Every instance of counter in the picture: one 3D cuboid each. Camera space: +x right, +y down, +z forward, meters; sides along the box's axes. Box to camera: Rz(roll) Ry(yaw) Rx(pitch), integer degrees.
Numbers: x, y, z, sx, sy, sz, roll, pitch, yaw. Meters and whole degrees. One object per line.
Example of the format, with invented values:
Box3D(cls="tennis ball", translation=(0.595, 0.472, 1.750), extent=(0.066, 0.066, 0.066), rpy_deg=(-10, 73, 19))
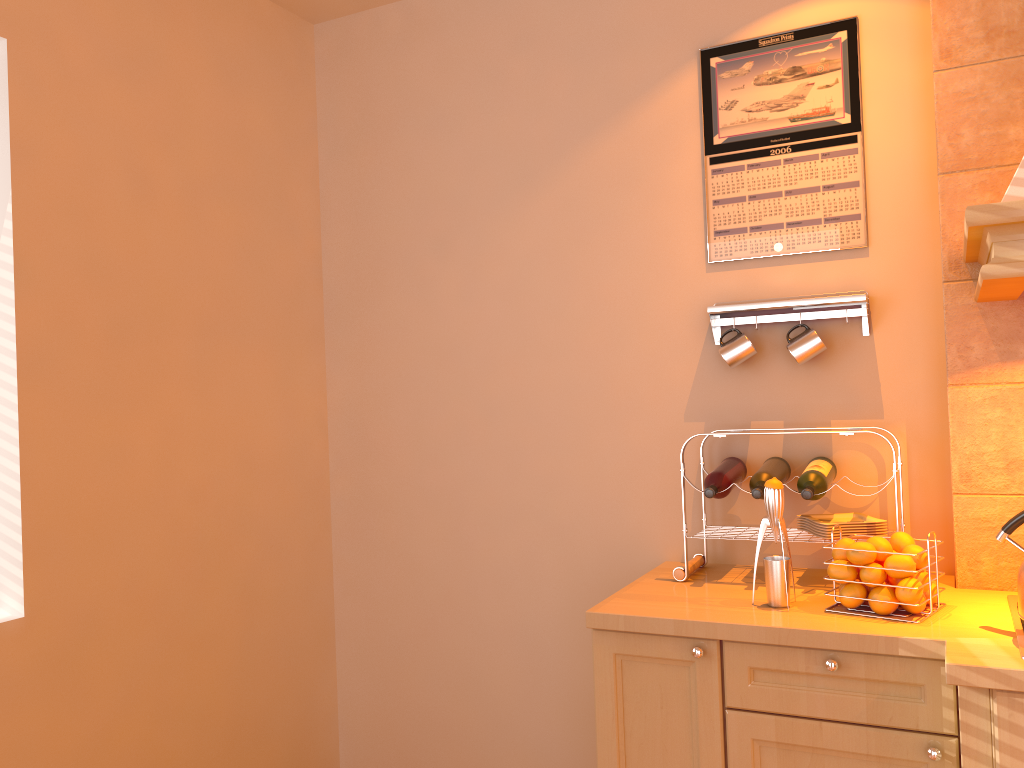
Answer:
Box3D(cls="counter", translation=(1.276, 0.485, 1.708), extent=(2.250, 0.038, 0.770), rpy_deg=(-3, -1, 27))

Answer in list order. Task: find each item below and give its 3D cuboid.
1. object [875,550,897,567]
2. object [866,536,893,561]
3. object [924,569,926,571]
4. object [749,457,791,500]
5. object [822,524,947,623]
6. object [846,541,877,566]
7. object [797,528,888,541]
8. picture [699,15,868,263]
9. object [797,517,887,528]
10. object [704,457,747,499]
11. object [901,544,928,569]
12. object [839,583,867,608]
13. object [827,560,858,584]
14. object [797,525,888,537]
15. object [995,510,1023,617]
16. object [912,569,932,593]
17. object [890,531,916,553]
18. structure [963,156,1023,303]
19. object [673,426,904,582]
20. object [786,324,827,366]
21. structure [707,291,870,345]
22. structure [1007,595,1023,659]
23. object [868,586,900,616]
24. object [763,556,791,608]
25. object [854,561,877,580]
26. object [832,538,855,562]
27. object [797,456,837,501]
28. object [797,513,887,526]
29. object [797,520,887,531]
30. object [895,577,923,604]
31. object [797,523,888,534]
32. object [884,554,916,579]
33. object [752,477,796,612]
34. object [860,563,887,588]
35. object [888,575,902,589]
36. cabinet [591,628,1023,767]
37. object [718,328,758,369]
Box3D(cls="object", translation=(0.828, 0.389, 1.959), extent=(0.055, 0.051, 0.061), rpy_deg=(-2, -1, -19))
Box3D(cls="object", translation=(0.797, 0.358, 1.927), extent=(0.051, 0.053, 0.063), rpy_deg=(-2, -1, -12))
Box3D(cls="object", translation=(0.880, 0.405, 1.946), extent=(0.053, 0.054, 0.061), rpy_deg=(-3, -1, 33))
Box3D(cls="object", translation=(0.653, 0.243, 2.266), extent=(0.076, 0.095, 0.282), rpy_deg=(-3, -1, 27))
Box3D(cls="object", translation=(0.809, 0.400, 1.929), extent=(0.207, 0.174, 0.189), rpy_deg=(-3, -1, 42))
Box3D(cls="object", translation=(0.747, 0.362, 1.896), extent=(0.063, 0.051, 0.053), rpy_deg=(-3, -1, 34))
Box3D(cls="object", translation=(0.811, 0.368, 2.183), extent=(0.163, 0.011, 0.172), rpy_deg=(-2, -1, -4))
Box3D(cls="picture", translation=(0.727, -0.650, 2.402), extent=(0.417, 0.605, 0.009), rpy_deg=(-3, -1, 27))
Box3D(cls="object", translation=(0.810, 0.342, 2.184), extent=(0.163, 0.011, 0.172), rpy_deg=(-2, -1, -4))
Box3D(cls="object", translation=(0.549, 0.247, 2.318), extent=(0.076, 0.095, 0.282), rpy_deg=(-3, -1, 27))
Box3D(cls="object", translation=(0.861, 0.370, 1.896), extent=(0.051, 0.053, 0.063), rpy_deg=(-2, -1, 0))
Box3D(cls="object", translation=(0.734, 0.454, 1.909), extent=(0.060, 0.057, 0.052), rpy_deg=(-2, -1, -12))
Box3D(cls="object", translation=(0.717, 0.407, 1.922), extent=(0.053, 0.051, 0.063), rpy_deg=(-1, -1, -45))
Box3D(cls="object", translation=(0.811, 0.362, 2.183), extent=(0.163, 0.011, 0.172), rpy_deg=(-2, -1, -4))
Box3D(cls="object", translation=(1.052, 0.318, 1.616), extent=(0.251, 0.215, 0.242), rpy_deg=(-2, -1, 14))
Box3D(cls="object", translation=(0.864, 0.420, 1.889), extent=(0.061, 0.055, 0.051), rpy_deg=(-2, -1, -34))
Box3D(cls="object", translation=(0.865, 0.357, 1.962), extent=(0.050, 0.060, 0.059), rpy_deg=(-2, -1, -14))
Box3D(cls="structure", translation=(1.311, -0.708, 0.034), extent=(1.061, 1.148, 4.091), rpy_deg=(-2, -1, 0))
Box3D(cls="object", translation=(0.709, 0.306, 2.246), extent=(0.572, 0.379, 0.221), rpy_deg=(-3, -1, 27))
Box3D(cls="object", translation=(0.771, -0.104, 2.323), extent=(0.103, 0.111, 0.066), rpy_deg=(-2, -1, 20))
Box3D(cls="structure", translation=(0.733, -0.177, 2.368), extent=(0.405, 0.118, 0.069), rpy_deg=(-3, -1, 27))
Box3D(cls="structure", translation=(1.352, 0.439, 1.585), extent=(0.797, 0.051, 0.494), rpy_deg=(-3, -1, 27))
Box3D(cls="object", translation=(0.786, 0.457, 1.877), extent=(0.064, 0.063, 0.074), rpy_deg=(-2, -1, 7))
Box3D(cls="object", translation=(0.595, 0.443, 1.985), extent=(0.060, 0.106, 0.060), rpy_deg=(-2, -1, -6))
Box3D(cls="object", translation=(0.770, 0.404, 1.944), extent=(0.064, 0.053, 0.051), rpy_deg=(-2, -1, -11))
Box3D(cls="object", translation=(0.732, 0.368, 1.946), extent=(0.052, 0.060, 0.057), rpy_deg=(-2, -1, -25))
Box3D(cls="object", translation=(0.756, 0.238, 2.214), extent=(0.076, 0.095, 0.282), rpy_deg=(-3, -1, 27))
Box3D(cls="object", translation=(0.810, 0.335, 2.184), extent=(0.163, 0.011, 0.172), rpy_deg=(-2, -1, -4))
Box3D(cls="object", translation=(0.810, 0.349, 2.184), extent=(0.163, 0.011, 0.172), rpy_deg=(-2, -1, -4))
Box3D(cls="object", translation=(0.821, 0.428, 1.835), extent=(0.061, 0.054, 0.052), rpy_deg=(-2, -1, -36))
Box3D(cls="object", translation=(0.811, 0.355, 2.183), extent=(0.163, 0.011, 0.172), rpy_deg=(-2, -1, -4))
Box3D(cls="object", translation=(0.814, 0.383, 1.861), extent=(0.061, 0.052, 0.053), rpy_deg=(-2, -1, 0))
Box3D(cls="object", translation=(0.579, 0.353, 1.993), extent=(0.088, 0.288, 0.101), rpy_deg=(-3, -1, 27))
Box3D(cls="object", translation=(0.768, 0.406, 1.887), extent=(0.062, 0.053, 0.052), rpy_deg=(-1, -1, -42))
Box3D(cls="object", translation=(0.836, 0.418, 1.902), extent=(0.051, 0.053, 0.062), rpy_deg=(-2, -1, -5))
Box3D(cls="cabinet", translation=(1.478, 0.912, 1.401), extent=(2.850, 0.840, 1.141), rpy_deg=(-3, -1, 27))
Box3D(cls="object", translation=(0.611, -0.097, 2.403), extent=(0.103, 0.111, 0.066), rpy_deg=(-2, -1, 20))
